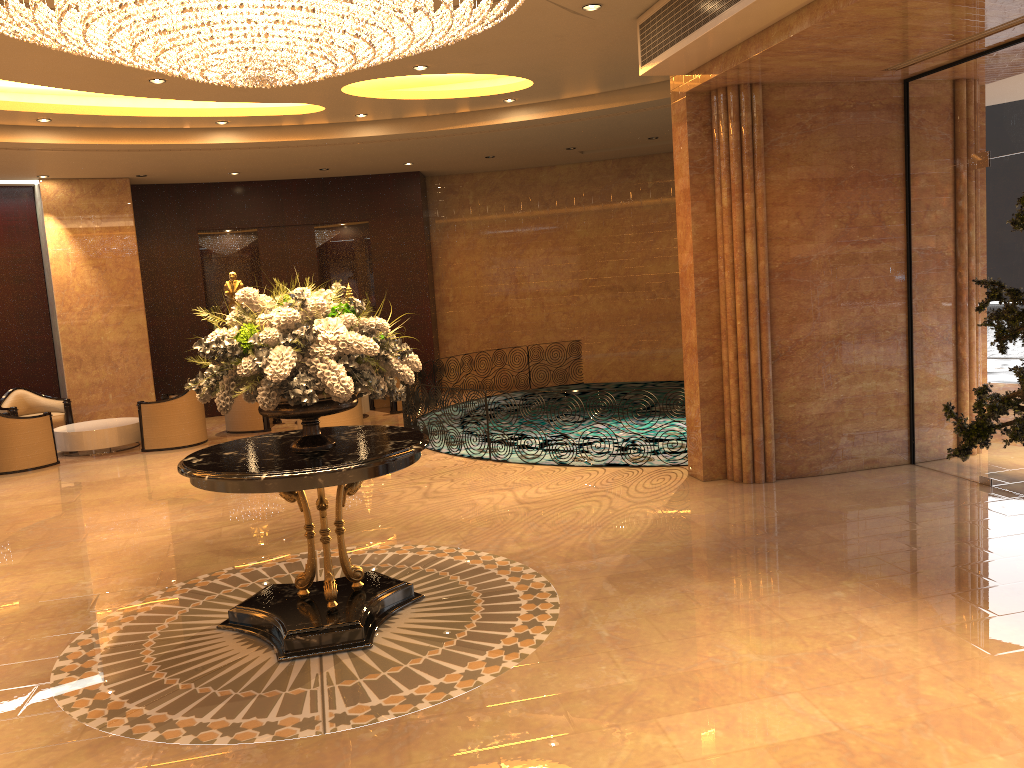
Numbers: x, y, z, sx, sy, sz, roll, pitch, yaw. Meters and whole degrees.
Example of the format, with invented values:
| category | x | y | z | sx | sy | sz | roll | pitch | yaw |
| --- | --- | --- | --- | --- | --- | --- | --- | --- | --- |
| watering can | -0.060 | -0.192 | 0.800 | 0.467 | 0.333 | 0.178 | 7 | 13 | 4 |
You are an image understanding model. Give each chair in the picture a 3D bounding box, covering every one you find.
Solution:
| category | x | y | z | sx | sy | sz | roll | pitch | yaw |
| --- | --- | --- | --- | --- | --- | --- | --- | --- | --- |
| chair | -1.911 | -0.041 | 14.687 | 0.769 | 0.916 | 0.951 | -9 | 9 | -37 |
| chair | -7.102 | 0.511 | 13.139 | 0.769 | 0.916 | 0.951 | 1 | 9 | 37 |
| chair | -4.767 | 0.411 | 12.591 | 0.769 | 0.916 | 0.951 | -4 | 7 | 2 |
| chair | -2.619 | 0.241 | 12.737 | 0.951 | 0.916 | 0.769 | -6 | 7 | -17 |
| chair | -6.571 | 0.662 | 11.558 | 0.951 | 0.916 | 0.769 | -1 | 7 | 22 |
| chair | -4.043 | 0.237 | 13.619 | 0.769 | 0.916 | 0.951 | -4 | 7 | -2 |

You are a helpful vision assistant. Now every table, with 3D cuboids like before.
| category | x | y | z | sx | sy | sz | roll | pitch | yaw |
| --- | --- | --- | --- | --- | --- | --- | --- | --- | --- |
| table | -5.917 | 0.755 | 12.755 | 1.196 | 0.354 | 1.196 | -2 | 7 | 14 |
| table | -2.867 | 0.383 | 14.074 | 1.196 | 0.354 | 1.196 | -2 | 7 | 15 |
| table | -1.210 | 0.916 | 5.457 | 1.493 | 1.089 | 1.493 | -6 | 7 | -19 |

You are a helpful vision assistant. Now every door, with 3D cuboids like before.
| category | x | y | z | sx | sy | sz | roll | pitch | yaw |
| --- | --- | --- | --- | --- | --- | --- | --- | --- | --- |
| door | 4.104 | -0.433 | 6.565 | 0.195 | 2.758 | 1.880 | -6 | 7 | -12 |

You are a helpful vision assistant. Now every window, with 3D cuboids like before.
| category | x | y | z | sx | sy | sz | roll | pitch | yaw |
| --- | --- | --- | --- | --- | --- | --- | --- | --- | --- |
| window | 4.078 | -0.807 | 6.521 | 0.047 | 3.571 | 3.515 | -6 | 7 | -12 |

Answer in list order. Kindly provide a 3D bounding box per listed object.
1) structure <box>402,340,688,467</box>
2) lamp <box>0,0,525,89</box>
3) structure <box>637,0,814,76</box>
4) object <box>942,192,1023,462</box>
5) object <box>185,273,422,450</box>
| category | x | y | z | sx | sy | sz | roll | pitch | yaw |
| --- | --- | --- | --- | --- | --- | --- | --- | --- | --- |
| structure | 0.335 | 0.160 | 12.900 | 3.815 | 0.995 | 7.624 | -3 | 7 | 6 |
| lamp | -1.495 | -2.336 | 5.056 | 3.206 | 1.196 | 3.204 | -1 | 7 | 24 |
| structure | 1.768 | -2.751 | 5.795 | 0.425 | 0.483 | 4.113 | -6 | 7 | -12 |
| object | 3.320 | -0.043 | 5.450 | 1.250 | 2.363 | 0.843 | -8 | 8 | -32 |
| object | -1.257 | -0.115 | 5.309 | 1.277 | 0.999 | 1.318 | -2 | 7 | 18 |
